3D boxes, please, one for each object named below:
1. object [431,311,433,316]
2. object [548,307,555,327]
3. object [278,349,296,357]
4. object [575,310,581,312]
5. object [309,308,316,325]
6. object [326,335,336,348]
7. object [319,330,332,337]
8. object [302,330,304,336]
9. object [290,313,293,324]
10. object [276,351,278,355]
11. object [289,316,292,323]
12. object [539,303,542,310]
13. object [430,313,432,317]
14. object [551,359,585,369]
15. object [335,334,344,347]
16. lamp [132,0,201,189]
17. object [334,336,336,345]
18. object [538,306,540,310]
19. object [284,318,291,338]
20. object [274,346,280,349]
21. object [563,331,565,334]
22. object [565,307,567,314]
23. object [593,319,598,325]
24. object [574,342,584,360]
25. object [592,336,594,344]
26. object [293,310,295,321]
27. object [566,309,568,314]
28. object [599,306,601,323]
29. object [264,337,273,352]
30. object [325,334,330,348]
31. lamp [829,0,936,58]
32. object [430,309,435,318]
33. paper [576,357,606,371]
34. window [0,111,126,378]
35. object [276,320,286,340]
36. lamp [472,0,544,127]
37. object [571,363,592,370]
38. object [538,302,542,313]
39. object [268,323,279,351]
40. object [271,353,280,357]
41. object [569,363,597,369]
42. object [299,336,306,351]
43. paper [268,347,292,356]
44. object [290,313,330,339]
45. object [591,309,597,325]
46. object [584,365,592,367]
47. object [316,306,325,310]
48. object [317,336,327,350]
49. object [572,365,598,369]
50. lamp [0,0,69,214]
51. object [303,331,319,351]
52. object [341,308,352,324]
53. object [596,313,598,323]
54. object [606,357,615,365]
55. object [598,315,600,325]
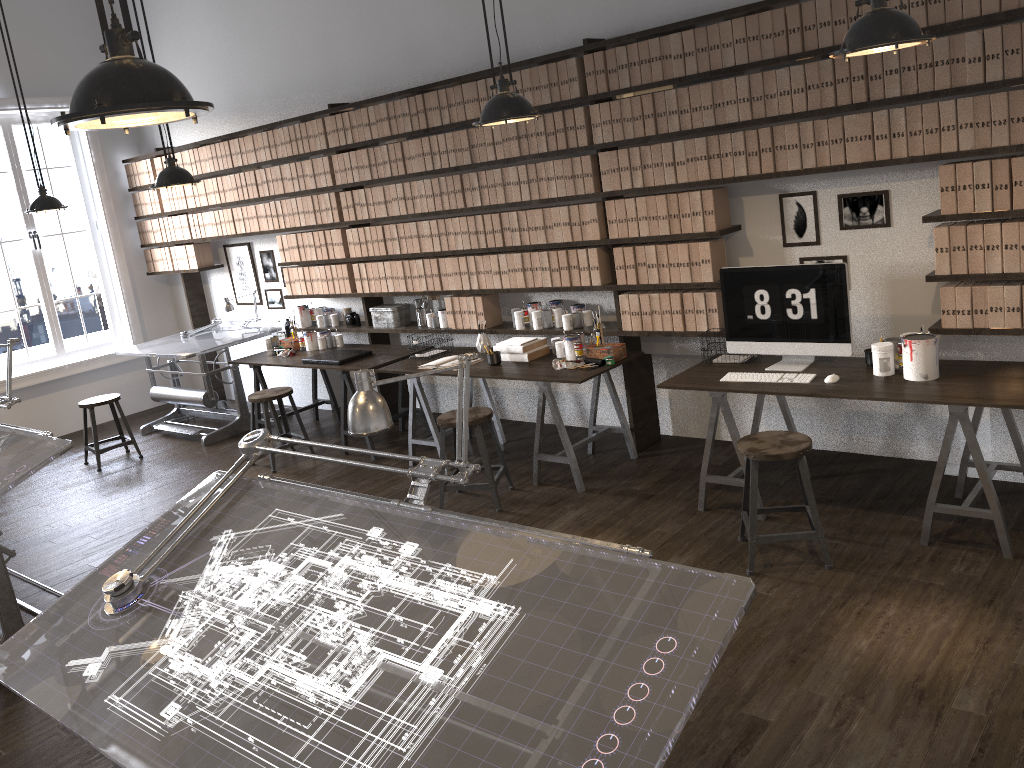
[{"bbox_3d":[-0.565,-0.469,6.357,0.028,0.126,0.004,1,14,39],"label":"object"},{"bbox_3d":[0.263,-0.430,5.719,0.045,0.126,0.044,-15,13,-30],"label":"object"},{"bbox_3d":[-1.755,-0.248,6.891,0.132,0.050,0.198,-13,14,-18],"label":"object"},{"bbox_3d":[0.423,-0.414,5.596,0.044,0.101,0.045,-1,13,32],"label":"object"},{"bbox_3d":[-1.648,-0.560,7.356,0.050,0.138,0.051,1,14,38],"label":"object"},{"bbox_3d":[-1.413,-0.328,6.906,0.062,0.092,0.064,-8,12,1],"label":"object"},{"bbox_3d":[-1.472,-0.359,7.016,0.095,0.127,0.095,3,16,44],"label":"object"},{"bbox_3d":[-1.654,-0.357,7.058,0.033,0.146,0.005,1,14,42],"label":"object"},{"bbox_3d":[-1.745,-0.465,7.063,0.007,0.212,0.055,-11,11,-13],"label":"object"},{"bbox_3d":[-1.842,-0.240,6.958,0.011,0.017,0.173,-12,14,-16],"label":"object"},{"bbox_3d":[-1.748,-0.457,7.083,0.071,0.184,0.008,2,15,42],"label":"object"},{"bbox_3d":[0.203,-0.453,5.740,0.036,0.147,0.005,-13,12,-25],"label":"object"},{"bbox_3d":[-0.568,-0.460,6.341,0.035,0.102,0.004,0,13,37],"label":"object"},{"bbox_3d":[0.320,-0.121,5.114,0.197,0.050,0.133,-5,13,12],"label":"object"},{"bbox_3d":[-1.347,-0.339,6.911,0.062,0.093,0.062,-8,11,1],"label":"object"},{"bbox_3d":[-2.289,-2.340,5.407,0.310,2.231,0.316,-4,11,21],"label":"lamp"},{"bbox_3d":[-1.389,-0.341,6.988,0.054,0.079,0.054,2,15,41],"label":"object"},{"bbox_3d":[0.195,-0.445,5.760,0.035,0.129,0.004,-13,12,-23],"label":"object"},{"bbox_3d":[-1.821,-0.423,7.262,0.069,0.227,0.068,0,14,38],"label":"object"},{"bbox_3d":[-1.885,-0.279,7.112,0.049,0.037,0.049,1,16,37],"label":"object"},{"bbox_3d":[0.338,-0.263,5.497,0.030,0.132,0.004,3,15,45],"label":"object"},{"bbox_3d":[0.351,-0.421,5.587,0.004,0.134,0.030,0,13,36],"label":"object"},{"bbox_3d":[0.498,-0.304,5.149,0.038,0.152,0.008,-8,11,1],"label":"object"},{"bbox_3d":[0.397,-0.192,5.230,0.049,0.111,0.049,3,16,44],"label":"object"},{"bbox_3d":[0.476,-0.228,5.255,0.040,0.123,0.005,0,14,37],"label":"object"},{"bbox_3d":[-1.735,-0.480,7.082,0.021,0.226,0.007,-16,13,-36],"label":"object"},{"bbox_3d":[0.359,-0.424,5.590,0.005,0.118,0.036,0,14,37],"label":"object"},{"bbox_3d":[0.515,-0.341,5.153,0.020,0.226,0.007,-12,11,-17],"label":"object"},{"bbox_3d":[-1.973,-0.321,7.194,0.068,0.103,0.069,3,16,45],"label":"object"},{"bbox_3d":[-1.443,-0.336,6.955,0.045,0.100,0.045,1,15,40],"label":"object"},{"bbox_3d":[1.006,-2.138,2.584,0.314,2.231,0.312,-13,12,-23],"label":"lamp"},{"bbox_3d":[-0.559,-0.477,6.356,0.041,0.124,0.008,-2,12,30],"label":"object"},{"bbox_3d":[0.434,-0.117,5.045,0.138,0.038,0.155,-17,16,-33],"label":"paper"},{"bbox_3d":[-4.358,-1.287,8.073,0.153,2.288,1.256,1,15,41],"label":"window"},{"bbox_3d":[-1.875,-0.404,7.199,0.069,0.235,0.068,0,14,38],"label":"object"},{"bbox_3d":[-0.174,-2.210,3.595,0.314,2.231,0.312,-13,12,-23],"label":"lamp"},{"bbox_3d":[0.392,-0.098,5.038,0.157,0.006,0.006,-15,14,-27],"label":"object"},{"bbox_3d":[0.194,-0.451,5.741,0.030,0.167,0.004,-14,12,-26],"label":"object"},{"bbox_3d":[-1.920,-0.381,7.147,0.069,0.227,0.068,0,14,38],"label":"object"},{"bbox_3d":[-1.841,-0.235,6.951,0.006,0.006,0.158,-4,14,21],"label":"object"},{"bbox_3d":[0.399,-0.102,5.038,0.171,0.017,0.011,-6,12,10],"label":"object"},{"bbox_3d":[-1.650,-0.318,6.984,0.049,0.111,0.049,0,14,37],"label":"object"},{"bbox_3d":[-1.840,-0.256,6.993,0.155,0.038,0.139,-2,15,26],"label":"paper"},{"bbox_3d":[-1.619,-0.466,7.143,0.346,0.145,0.077,-15,13,-25],"label":"object"},{"bbox_3d":[0.492,-0.330,5.156,0.007,0.212,0.055,-18,14,-41],"label":"object"},{"bbox_3d":[0.398,-0.096,5.048,0.119,0.006,0.008,-8,12,0],"label":"object"},{"bbox_3d":[-1.604,-0.592,7.465,0.070,0.129,0.071,-9,11,-1],"label":"object"},{"bbox_3d":[-1.482,-0.319,6.909,0.062,0.093,0.062,-10,12,-8],"label":"object"},{"bbox_3d":[0.412,-0.096,5.035,0.157,0.005,0.005,-7,12,7],"label":"object"},{"bbox_3d":[-3.770,-2.430,6.671,0.310,2.231,0.316,-4,11,21],"label":"lamp"},{"bbox_3d":[-1.577,-0.338,6.967,0.105,0.140,0.105,-1,14,33],"label":"object"},{"bbox_3d":[-1.334,-0.515,7.075,0.107,0.160,0.238,-7,13,7],"label":"object"},{"bbox_3d":[0.508,-0.323,5.163,0.006,0.180,0.053,-9,11,-5],"label":"object"},{"bbox_3d":[0.558,-0.129,5.018,0.049,0.037,0.049,4,17,44],"label":"object"},{"bbox_3d":[0.506,-0.317,5.145,0.008,0.184,0.072,-9,11,-6],"label":"object"}]
